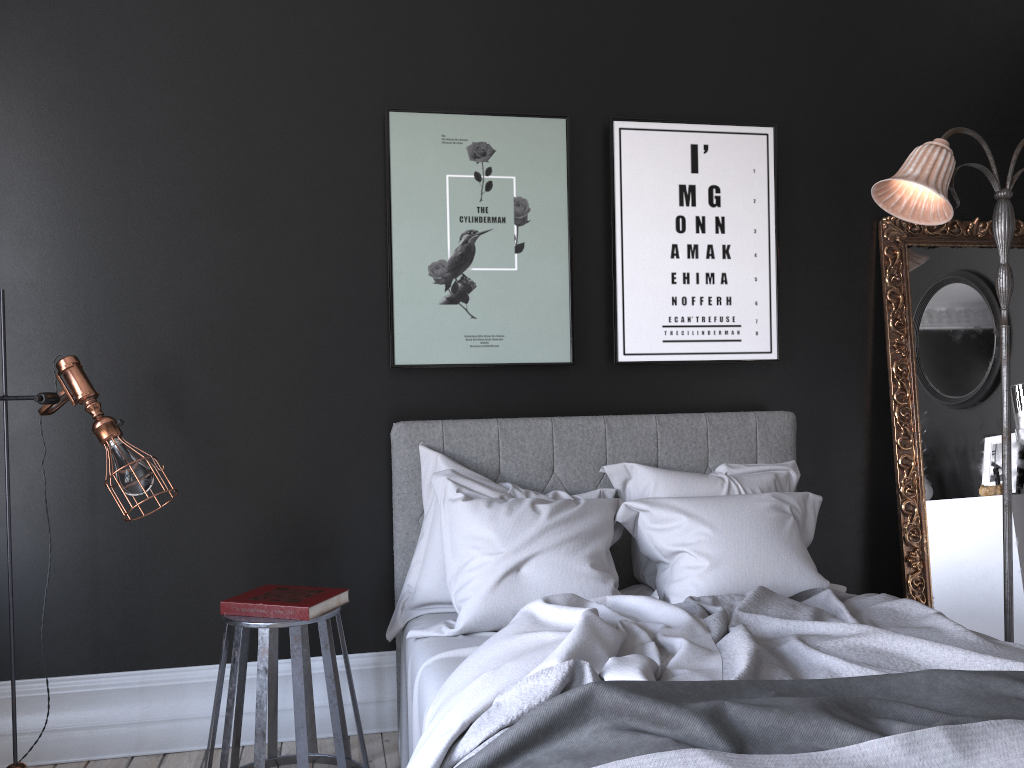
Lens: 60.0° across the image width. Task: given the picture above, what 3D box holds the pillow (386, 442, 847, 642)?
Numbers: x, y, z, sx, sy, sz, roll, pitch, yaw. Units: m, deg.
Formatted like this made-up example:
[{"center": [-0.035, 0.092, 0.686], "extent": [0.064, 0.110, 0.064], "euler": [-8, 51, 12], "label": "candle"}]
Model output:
[{"center": [0.436, 0.595, 3.426], "extent": [1.830, 0.760, 0.680], "euler": [-1, 0, -12], "label": "pillow"}]

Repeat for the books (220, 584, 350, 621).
[{"center": [-0.789, 0.761, 3.104], "extent": [0.346, 0.045, 0.275], "euler": [-1, 0, 18], "label": "books"}]

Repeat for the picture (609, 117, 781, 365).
[{"center": [0.822, -0.630, 3.945], "extent": [0.791, 1.079, 0.014], "euler": [-1, 1, -11], "label": "picture"}]

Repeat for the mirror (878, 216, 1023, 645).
[{"center": [2.249, 0.301, 4.158], "extent": [0.991, 2.192, 0.254], "euler": [-1, 1, -11], "label": "mirror"}]

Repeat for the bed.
[{"center": [0.602, 0.769, 2.327], "extent": [2.765, 1.298, 3.283], "euler": [-1, 0, -23], "label": "bed"}]

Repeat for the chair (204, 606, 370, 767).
[{"center": [-0.793, 1.120, 3.106], "extent": [0.613, 0.673, 0.613], "euler": [-1, 0, 33], "label": "chair"}]

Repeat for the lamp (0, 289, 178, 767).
[{"center": [-1.873, 0.583, 3.042], "extent": [1.718, 1.779, 0.437], "euler": [-1, 1, 27], "label": "lamp"}]

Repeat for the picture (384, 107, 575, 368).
[{"center": [-0.128, -0.611, 3.754], "extent": [0.791, 1.079, 0.014], "euler": [-1, 1, -11], "label": "picture"}]

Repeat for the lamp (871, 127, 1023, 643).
[{"center": [1.986, 0.187, 3.561], "extent": [0.986, 2.412, 0.772], "euler": [-1, 1, 21], "label": "lamp"}]
